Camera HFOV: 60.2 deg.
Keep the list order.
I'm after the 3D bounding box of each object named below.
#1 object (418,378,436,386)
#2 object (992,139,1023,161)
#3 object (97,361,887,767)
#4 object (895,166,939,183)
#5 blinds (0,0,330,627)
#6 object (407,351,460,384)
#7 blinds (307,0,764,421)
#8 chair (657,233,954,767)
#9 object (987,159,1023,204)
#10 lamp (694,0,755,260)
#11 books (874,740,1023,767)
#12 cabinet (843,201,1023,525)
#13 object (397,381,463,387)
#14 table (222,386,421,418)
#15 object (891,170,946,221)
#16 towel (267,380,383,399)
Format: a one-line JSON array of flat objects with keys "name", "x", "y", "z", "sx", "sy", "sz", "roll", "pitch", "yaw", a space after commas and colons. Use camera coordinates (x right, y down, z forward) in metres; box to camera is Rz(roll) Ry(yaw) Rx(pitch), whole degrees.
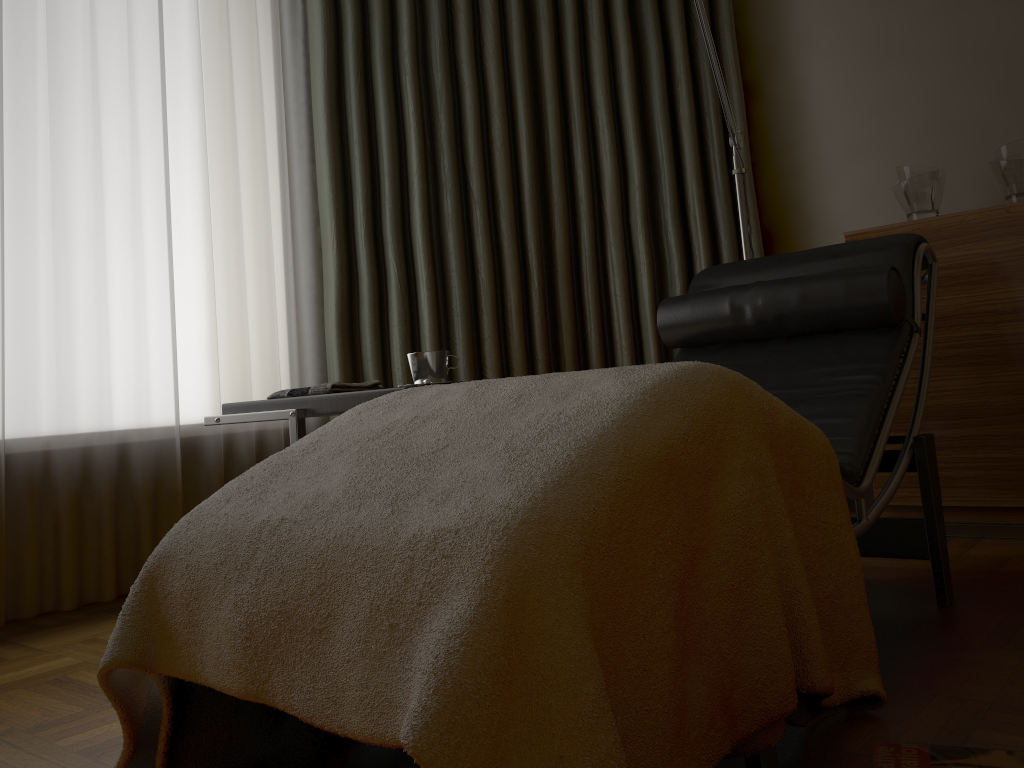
[{"name": "object", "x": -0.190, "y": -0.004, "z": 1.917, "sx": 0.029, "sy": 0.020, "sz": 0.123, "roll": -5, "pitch": -1, "yaw": 8}, {"name": "object", "x": 1.448, "y": -0.613, "z": 2.524, "sx": 0.122, "sy": 0.151, "sz": 0.122, "roll": -6, "pitch": -4, "yaw": 18}, {"name": "object", "x": -0.015, "y": 0.253, "z": 1.242, "sx": 0.912, "sy": 0.524, "sz": 0.908, "roll": -6, "pitch": -3, "yaw": 39}, {"name": "object", "x": 1.241, "y": -0.594, "z": 2.691, "sx": 0.122, "sy": 0.151, "sz": 0.122, "roll": -6, "pitch": -4, "yaw": 21}, {"name": "blinds", "x": -1.346, "y": -0.566, "z": 2.187, "sx": 0.092, "sy": 2.310, "sz": 2.194, "roll": -9, "pitch": -6, "yaw": 39}, {"name": "object", "x": -0.185, "y": -0.033, "z": 2.026, "sx": 0.097, "sy": 0.079, "sz": 0.110, "roll": -7, "pitch": -4, "yaw": 40}, {"name": "blinds", "x": 0.090, "y": -0.729, "z": 3.069, "sx": 1.533, "sy": 2.474, "sz": 0.222, "roll": -4, "pitch": -6, "yaw": -6}, {"name": "chair", "x": 0.319, "y": 0.083, "z": 1.658, "sx": 0.632, "sy": 0.803, "sz": 1.788, "roll": -8, "pitch": -3, "yaw": 39}, {"name": "object", "x": 1.451, "y": -0.574, "z": 2.520, "sx": 0.155, "sy": 0.155, "sz": 0.155, "roll": -6, "pitch": -4, "yaw": 29}, {"name": "lamp", "x": 0.392, "y": -0.464, "z": 1.982, "sx": 0.448, "sy": 1.983, "sz": 1.414, "roll": -10, "pitch": -7, "yaw": 43}, {"name": "books", "x": 0.455, "y": 0.395, "z": 0.881, "sx": 0.172, "sy": 0.018, "sz": 0.123, "roll": -5, "pitch": -1, "yaw": 23}, {"name": "cabinet", "x": 1.811, "y": -0.093, "z": 2.266, "sx": 1.664, "sy": 0.869, "sz": 0.415, "roll": -6, "pitch": -5, "yaw": 39}, {"name": "object", "x": -0.186, "y": 0.004, "z": 2.017, "sx": 0.149, "sy": 0.009, "sz": 0.150, "roll": -5, "pitch": -1, "yaw": 44}, {"name": "table", "x": -0.298, "y": 0.040, "z": 2.049, "sx": 0.515, "sy": 0.045, "sz": 0.498, "roll": -5, "pitch": -1, "yaw": 30}, {"name": "object", "x": 1.244, "y": -0.555, "z": 2.687, "sx": 0.156, "sy": 0.155, "sz": 0.154, "roll": -4, "pitch": -3, "yaw": -4}, {"name": "towel", "x": -0.422, "y": 0.018, "z": 2.024, "sx": 0.239, "sy": 0.035, "sz": 0.179, "roll": -5, "pitch": -1, "yaw": 43}]
